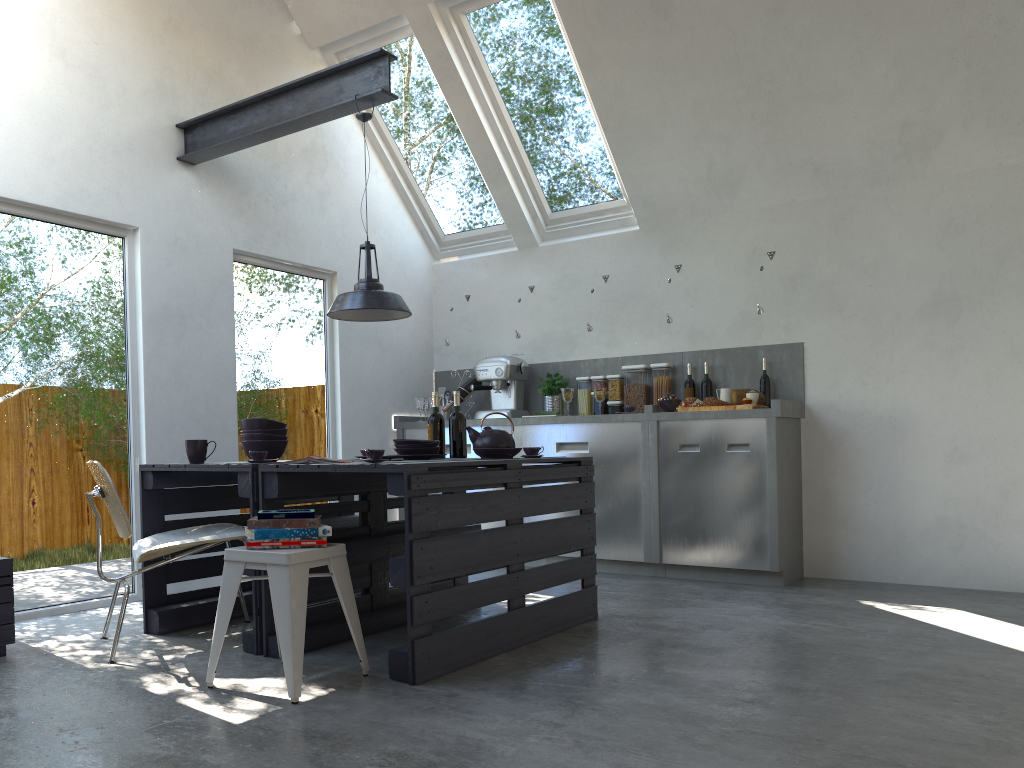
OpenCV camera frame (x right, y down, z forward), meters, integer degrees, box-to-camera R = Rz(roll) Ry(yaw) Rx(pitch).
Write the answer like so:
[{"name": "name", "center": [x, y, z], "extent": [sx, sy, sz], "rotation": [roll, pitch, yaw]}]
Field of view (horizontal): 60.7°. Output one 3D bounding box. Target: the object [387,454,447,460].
[{"name": "object", "center": [-0.465, 0.359, 4.302], "extent": [0.283, 0.024, 0.309], "rotation": [1, -4, -24]}]

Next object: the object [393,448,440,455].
[{"name": "object", "center": [-0.468, 0.338, 4.300], "extent": [0.223, 0.047, 0.236], "rotation": [0, -4, -15]}]

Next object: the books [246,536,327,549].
[{"name": "books", "center": [-0.826, 0.575, 3.216], "extent": [0.280, 0.035, 0.201], "rotation": [0, -4, -9]}]

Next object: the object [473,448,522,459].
[{"name": "object", "center": [-0.067, 0.320, 4.029], "extent": [0.223, 0.047, 0.236], "rotation": [0, -4, -15]}]

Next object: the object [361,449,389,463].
[{"name": "object", "center": [-0.557, 0.291, 3.553], "extent": [0.123, 0.056, 0.109], "rotation": [-4, -4, 42]}]

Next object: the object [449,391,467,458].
[{"name": "object", "center": [-0.280, 0.210, 4.509], "extent": [0.087, 0.345, 0.095], "rotation": [-1, 0, -23]}]

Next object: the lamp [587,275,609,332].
[{"name": "lamp", "center": [0.596, -0.573, 6.162], "extent": [0.063, 0.437, 0.313], "rotation": [0, -1, 33]}]

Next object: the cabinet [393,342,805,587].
[{"name": "cabinet", "center": [0.468, 0.544, 6.142], "extent": [3.025, 1.477, 0.535], "rotation": [-3, -1, 35]}]

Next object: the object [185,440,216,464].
[{"name": "object", "center": [-1.439, 0.311, 4.020], "extent": [0.136, 0.109, 0.096], "rotation": [-2, -2, 26]}]

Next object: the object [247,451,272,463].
[{"name": "object", "center": [-1.132, 0.325, 3.906], "extent": [0.121, 0.056, 0.111], "rotation": [-2, -3, 22]}]

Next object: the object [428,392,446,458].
[{"name": "object", "center": [-0.397, 0.217, 4.581], "extent": [0.088, 0.345, 0.094], "rotation": [-1, 0, -18]}]

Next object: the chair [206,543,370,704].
[{"name": "chair", "center": [-0.821, 0.846, 3.202], "extent": [0.444, 0.504, 0.414], "rotation": [-2, -2, 29]}]

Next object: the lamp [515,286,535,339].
[{"name": "lamp", "center": [0.098, -0.541, 6.518], "extent": [0.062, 0.435, 0.324], "rotation": [-1, -1, 22]}]

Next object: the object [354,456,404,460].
[{"name": "object", "center": [-0.621, 0.346, 4.094], "extent": [0.249, 0.019, 0.220], "rotation": [-4, -5, 39]}]

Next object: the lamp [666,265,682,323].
[{"name": "lamp", "center": [1.081, -0.605, 5.824], "extent": [0.062, 0.435, 0.324], "rotation": [-1, -1, 22]}]

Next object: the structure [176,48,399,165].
[{"name": "structure", "center": [-1.689, -1.448, 5.050], "extent": [2.677, 0.209, 0.128], "rotation": [-4, -2, 35]}]

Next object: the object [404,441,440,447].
[{"name": "object", "center": [-0.466, 0.310, 4.303], "extent": [0.244, 0.063, 0.215], "rotation": [-4, -5, 39]}]

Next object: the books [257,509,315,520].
[{"name": "books", "center": [-0.828, 0.480, 3.216], "extent": [0.201, 0.025, 0.146], "rotation": [0, -4, -9]}]

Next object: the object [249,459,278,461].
[{"name": "object", "center": [-1.119, 0.344, 3.944], "extent": [0.127, 0.013, 0.029], "rotation": [0, -3, -17]}]

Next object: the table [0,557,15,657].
[{"name": "table", "center": [-2.570, 0.934, 3.504], "extent": [0.556, 0.415, 0.874], "rotation": [-2, -4, 34]}]

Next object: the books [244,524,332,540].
[{"name": "books", "center": [-0.826, 0.541, 3.216], "extent": [0.272, 0.033, 0.207], "rotation": [1, -4, -24]}]

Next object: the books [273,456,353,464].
[{"name": "books", "center": [-0.829, 0.318, 3.671], "extent": [0.307, 0.030, 0.222], "rotation": [-1, -4, 3]}]

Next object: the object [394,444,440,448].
[{"name": "object", "center": [-0.466, 0.323, 4.299], "extent": [0.243, 0.063, 0.215], "rotation": [-4, -5, 39]}]

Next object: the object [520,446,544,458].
[{"name": "object", "center": [0.094, 0.326, 4.176], "extent": [0.122, 0.056, 0.110], "rotation": [-2, -4, 27]}]

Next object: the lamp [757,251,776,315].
[{"name": "lamp", "center": [1.579, -0.637, 5.467], "extent": [0.063, 0.437, 0.313], "rotation": [0, -1, 33]}]

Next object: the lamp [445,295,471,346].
[{"name": "lamp", "center": [-0.433, -0.506, 6.888], "extent": [0.063, 0.437, 0.313], "rotation": [0, -1, 33]}]

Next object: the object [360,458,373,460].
[{"name": "object", "center": [-0.599, 0.309, 3.564], "extent": [0.026, 0.013, 0.139], "rotation": [1, -4, -31]}]

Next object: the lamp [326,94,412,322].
[{"name": "lamp", "center": [-0.730, -0.891, 4.389], "extent": [0.457, 1.097, 0.405], "rotation": [-1, 0, 34]}]

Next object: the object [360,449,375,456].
[{"name": "object", "center": [-0.793, 0.385, 4.810], "extent": [0.121, 0.056, 0.111], "rotation": [-2, -3, 22]}]

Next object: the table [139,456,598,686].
[{"name": "table", "center": [-0.661, 0.762, 4.196], "extent": [1.699, 0.796, 1.420], "rotation": [-3, -4, 34]}]

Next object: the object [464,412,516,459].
[{"name": "object", "center": [-0.091, 0.254, 4.292], "extent": [0.225, 0.232, 0.205], "rotation": [-2, -2, 36]}]

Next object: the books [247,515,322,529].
[{"name": "books", "center": [-0.832, 0.508, 3.218], "extent": [0.253, 0.032, 0.176], "rotation": [-1, -4, -3]}]

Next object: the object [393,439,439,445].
[{"name": "object", "center": [-0.473, 0.298, 4.304], "extent": [0.243, 0.058, 0.216], "rotation": [-3, -5, 34]}]

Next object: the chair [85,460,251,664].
[{"name": "chair", "center": [-1.474, 0.740, 3.875], "extent": [0.738, 0.819, 0.728], "rotation": [0, -2, -26]}]
